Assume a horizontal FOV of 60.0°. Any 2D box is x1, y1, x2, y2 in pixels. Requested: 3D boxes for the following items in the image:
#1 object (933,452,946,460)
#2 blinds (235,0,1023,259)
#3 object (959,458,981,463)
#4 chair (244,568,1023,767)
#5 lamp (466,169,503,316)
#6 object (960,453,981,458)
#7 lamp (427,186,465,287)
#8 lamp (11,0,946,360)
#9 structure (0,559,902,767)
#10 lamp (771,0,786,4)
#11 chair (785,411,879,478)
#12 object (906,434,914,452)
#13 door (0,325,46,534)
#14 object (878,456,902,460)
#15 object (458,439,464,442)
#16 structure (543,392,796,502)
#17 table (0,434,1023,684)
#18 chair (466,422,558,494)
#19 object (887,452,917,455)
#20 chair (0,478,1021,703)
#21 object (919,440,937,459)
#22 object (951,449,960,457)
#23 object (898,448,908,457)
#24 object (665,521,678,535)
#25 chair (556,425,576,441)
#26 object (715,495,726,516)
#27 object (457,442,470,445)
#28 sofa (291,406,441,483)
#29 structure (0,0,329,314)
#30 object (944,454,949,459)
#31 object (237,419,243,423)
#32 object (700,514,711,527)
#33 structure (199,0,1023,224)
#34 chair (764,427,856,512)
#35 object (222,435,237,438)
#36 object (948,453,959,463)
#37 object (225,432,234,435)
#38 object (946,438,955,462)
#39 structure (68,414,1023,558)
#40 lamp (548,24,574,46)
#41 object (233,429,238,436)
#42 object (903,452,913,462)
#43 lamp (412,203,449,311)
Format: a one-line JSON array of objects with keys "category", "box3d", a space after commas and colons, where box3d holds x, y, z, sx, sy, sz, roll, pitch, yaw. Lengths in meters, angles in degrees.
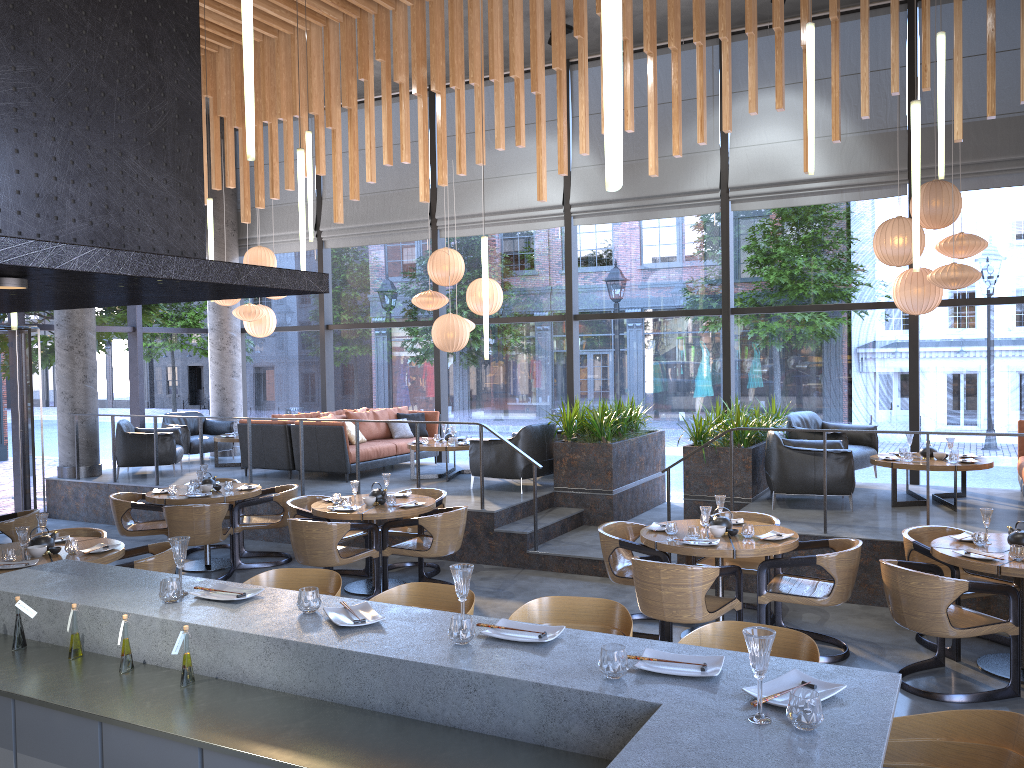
[{"category": "object", "box3d": [4.131, 0.697, 8.567, 0.116, 0.065, 0.116, -2, 2, -33]}, {"category": "blinds", "box3d": [-3.759, -2.960, 10.147, 17.610, 2.314, 8.760, -2, 2, -19]}, {"category": "object", "box3d": [4.277, 0.723, 8.314, 0.170, 0.025, 0.294, -1, 2, 8]}, {"category": "chair", "box3d": [-0.083, 1.464, 1.436, 2.787, 1.047, 5.395, -1, 2, 5]}, {"category": "lamp", "box3d": [-0.856, -2.317, 7.929, 0.468, 3.124, 6.999, -1, 2, 9]}, {"category": "object", "box3d": [4.476, 0.708, 8.694, 0.170, 0.025, 0.294, -1, 2, 8]}, {"category": "lamp", "box3d": [-0.847, -2.415, 11.126, 0.465, 2.374, 0.465, -2, 2, -39]}, {"category": "lamp", "box3d": [-2.106, -5.150, 3.750, 8.975, 10.231, 8.774, 0, 2, 26]}, {"category": "structure", "box3d": [-3.970, 1.324, 2.463, 8.945, 1.400, 4.889, 0, 2, 28]}, {"category": "lamp", "box3d": [2.754, -4.007, 8.997, 0.273, 0.367, 0.300, -2, 2, -17]}, {"category": "chair", "box3d": [3.487, 0.684, 9.761, 0.833, 0.743, 1.030, 1, 2, 42]}, {"category": "object", "box3d": [3.992, 0.608, 8.900, 0.082, 0.227, 0.082, -1, 2, 10]}, {"category": "door", "box3d": [-6.822, 0.566, 10.562, 2.186, 2.526, 2.186, -3, 2, -43]}, {"category": "object", "box3d": [3.682, 0.724, 8.625, 0.170, 0.025, 0.294, -1, 2, 8]}, {"category": "object", "box3d": [-0.650, 0.714, 11.181, 0.080, 0.042, 0.080, -1, 2, 13]}, {"category": "structure", "box3d": [-4.202, 1.053, 8.121, 15.715, 1.608, 4.306, -2, 2, -24]}, {"category": "table", "box3d": [-0.868, 1.317, 8.045, 10.659, 0.968, 6.876, 0, 2, 28]}, {"category": "chair", "box3d": [0.062, 0.809, 10.164, 0.833, 0.743, 1.030, 0, 2, 34]}, {"category": "object", "box3d": [3.954, 0.707, 9.031, 0.294, 0.025, 0.170, -2, 2, -27]}, {"category": "chair", "box3d": [-0.976, 1.475, 6.353, 9.749, 0.759, 4.352, 0, 2, 29]}, {"category": "object", "box3d": [4.087, 0.637, 8.707, 0.163, 0.179, 0.168, -1, 2, -7]}, {"category": "object", "box3d": [4.318, 0.681, 8.652, 0.086, 0.086, 0.086, 0, 2, 32]}, {"category": "object", "box3d": [3.903, 0.682, 8.846, 0.086, 0.086, 0.086, -2, 2, -25]}, {"category": "object", "box3d": [1.129, 1.022, 6.281, 0.086, 0.086, 0.086, -2, 2, -37]}, {"category": "chair", "box3d": [0.606, 0.768, 11.214, 0.833, 0.743, 1.030, -1, 2, 13]}, {"category": "object", "box3d": [1.536, 0.937, 6.536, 0.082, 0.227, 0.082, -3, 2, -41]}, {"category": "object", "box3d": [-0.586, 0.731, 10.854, 0.170, 0.025, 0.294, -1, 2, 8]}, {"category": "sofa", "box3d": [-1.880, 0.759, 11.836, 0.864, 0.811, 2.226, 0, 2, 28]}, {"category": "structure", "box3d": [-5.713, -0.865, 3.393, 8.600, 2.382, 4.958, 0, 2, 28]}, {"category": "object", "box3d": [4.213, 0.705, 8.640, 0.080, 0.042, 0.080, -1, 2, -10]}, {"category": "object", "box3d": [-3.956, 0.626, 12.914, 0.082, 0.227, 0.082, -2, 2, -24]}, {"category": "object", "box3d": [1.433, 1.009, 6.551, 0.086, 0.086, 0.086, -1, 2, 10]}, {"category": "structure", "box3d": [-2.303, -1.022, 4.523, 10.399, 5.894, 10.127, 0, 2, 28]}, {"category": "chair", "box3d": [2.903, 0.804, 8.686, 0.833, 0.743, 1.030, -1, 2, 13]}, {"category": "object", "box3d": [-3.976, 0.741, 12.500, 0.170, 0.025, 0.294, -2, 2, -37]}, {"category": "object", "box3d": [4.127, 0.695, 8.286, 0.086, 0.086, 0.086, 0, 2, 32]}, {"category": "object", "box3d": [-4.073, 0.728, 12.979, 0.170, 0.025, 0.294, 0, 2, 18]}, {"category": "object", "box3d": [4.138, 0.622, 8.369, 0.082, 0.227, 0.082, -2, 2, -20]}, {"category": "structure", "box3d": [-2.627, -0.254, 4.840, 11.718, 4.117, 9.054, 0, 2, 27]}, {"category": "lamp", "box3d": [0.522, -4.002, 10.140, 0.273, 0.367, 0.300, -3, 2, -44]}, {"category": "object", "box3d": [-3.979, 0.701, 12.813, 0.086, 0.086, 0.086, 0, 2, 20]}, {"category": "object", "box3d": [3.783, 0.696, 8.466, 0.086, 0.086, 0.086, 0, 2, 32]}, {"category": "lamp", "box3d": [-1.058, -2.067, 11.237, 0.467, 2.271, 0.467, -1, 2, -9]}]
